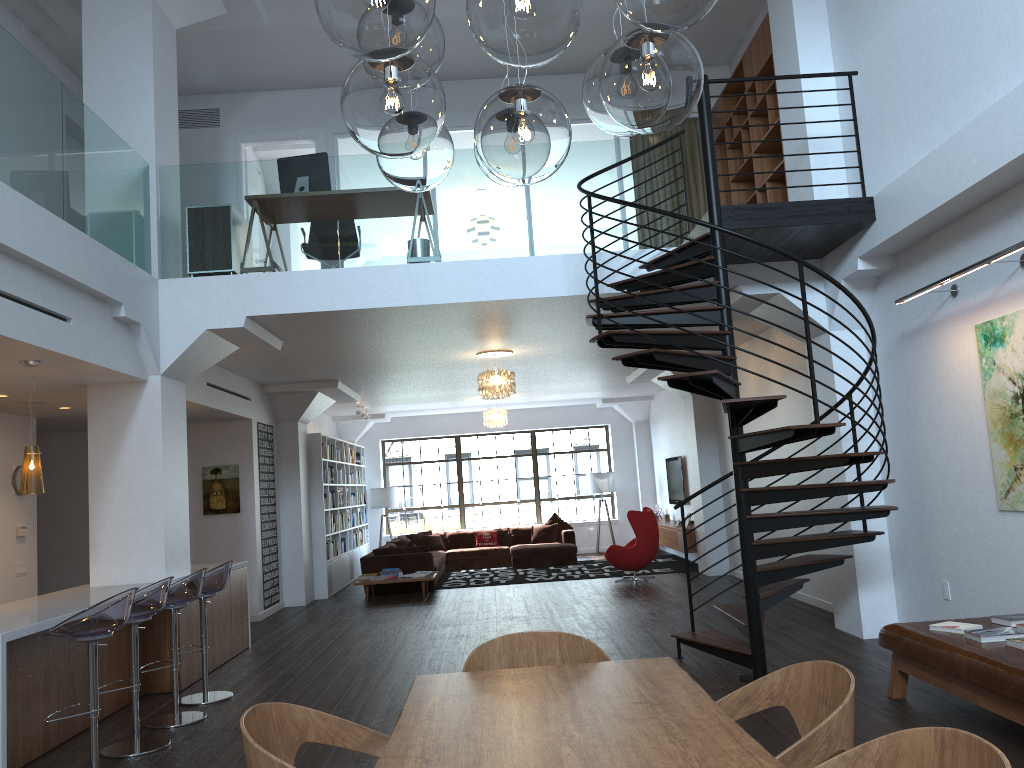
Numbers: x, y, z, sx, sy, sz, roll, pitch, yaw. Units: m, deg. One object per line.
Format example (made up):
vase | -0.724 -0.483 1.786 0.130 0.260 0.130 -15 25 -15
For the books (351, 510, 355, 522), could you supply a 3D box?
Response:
books | -2.915 2.416 15.898 0.176 0.293 0.125 -4 -7 -2

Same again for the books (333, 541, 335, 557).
books | -2.843 2.568 13.763 0.171 0.246 0.039 -4 -7 -2

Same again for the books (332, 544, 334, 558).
books | -2.832 2.575 13.652 0.161 0.223 0.030 -4 -7 -2

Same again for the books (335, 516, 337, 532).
books | -2.871 2.215 14.032 0.183 0.253 0.034 -4 -7 -2

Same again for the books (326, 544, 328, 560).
books | -2.822 2.498 13.140 0.174 0.240 0.054 -4 -7 -2

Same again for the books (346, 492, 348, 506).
books | -2.918 1.982 15.223 0.174 0.251 0.051 -4 -7 -2

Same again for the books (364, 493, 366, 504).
books | -2.962 2.252 17.361 0.182 0.215 0.188 -4 -7 -2

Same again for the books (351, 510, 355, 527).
books | -2.918 2.410 15.835 0.197 0.290 0.136 -4 -7 -2

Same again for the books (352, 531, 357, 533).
books | -2.892 2.811 16.022 0.176 0.290 0.036 -4 -7 -2

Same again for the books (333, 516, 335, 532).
books | -2.870 2.206 13.917 0.171 0.246 0.057 -4 -7 -2

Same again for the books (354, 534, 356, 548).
books | -2.882 2.802 15.792 0.183 0.253 0.034 -4 -7 -2

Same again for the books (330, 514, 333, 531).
books | -2.874 2.169 13.793 0.176 0.290 0.053 -4 -7 -2

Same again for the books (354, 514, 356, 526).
books | -2.910 2.450 15.982 0.174 0.242 0.105 -4 -7 -2

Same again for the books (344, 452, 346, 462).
books | -2.976 1.250 15.316 0.174 0.236 0.136 -4 -7 -2

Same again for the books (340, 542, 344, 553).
books | -2.850 2.705 14.649 0.128 0.178 0.021 -4 -7 -2

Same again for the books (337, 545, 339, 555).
books | -2.840 2.624 14.071 0.161 0.207 0.135 -4 -7 -2

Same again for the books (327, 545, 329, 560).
books | -2.819 2.514 13.214 0.161 0.223 0.032 -4 -7 -2

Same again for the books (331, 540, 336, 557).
books | -2.850 2.571 13.842 0.180 0.259 0.042 -4 -7 -2

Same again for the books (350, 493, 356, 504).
books | -2.931 2.108 16.212 0.140 0.231 0.042 -4 -7 -2

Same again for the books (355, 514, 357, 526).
books | -2.908 2.476 16.108 0.161 0.222 0.084 -4 -7 -2

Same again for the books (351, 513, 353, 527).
books | -2.900 2.410 15.644 0.174 0.243 0.085 -4 -7 -2

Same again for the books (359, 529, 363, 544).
books | -2.890 2.884 16.691 0.140 0.298 0.044 -4 -7 -2

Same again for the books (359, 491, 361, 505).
books | -2.958 2.167 16.802 0.183 0.253 0.042 -4 -7 -2

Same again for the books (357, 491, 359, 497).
books | -2.957 2.140 16.565 0.183 0.253 0.042 -4 -7 -2

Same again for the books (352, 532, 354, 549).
books | -2.889 2.770 15.641 0.198 0.284 0.066 -4 -7 -2

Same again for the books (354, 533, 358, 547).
books | -2.881 2.825 15.986 0.183 0.253 0.034 -4 -7 -2

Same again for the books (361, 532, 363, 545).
books | -2.905 2.904 16.637 0.189 0.247 0.057 -4 -7 -2

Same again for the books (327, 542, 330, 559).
books | -2.836 2.515 13.334 0.180 0.251 0.048 -4 -7 -2

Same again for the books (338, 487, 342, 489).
books | -2.913 1.709 14.497 0.223 0.027 0.161 -5 -7 8

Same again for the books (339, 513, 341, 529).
books | -2.880 2.244 14.432 0.176 0.290 0.053 -4 -7 -2

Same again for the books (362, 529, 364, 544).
books | -2.916 2.915 16.908 0.176 0.290 0.053 -4 -7 -2

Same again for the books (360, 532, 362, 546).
books | -2.899 2.887 16.519 0.183 0.253 0.037 -4 -7 -2

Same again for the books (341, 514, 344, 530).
books | -2.877 2.290 14.666 0.183 0.253 0.034 -4 -7 -2

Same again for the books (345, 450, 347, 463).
books | -2.973 1.274 15.481 0.161 0.223 0.032 -4 -7 -2

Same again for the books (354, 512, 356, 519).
books | -2.915 2.453 16.035 0.170 0.251 0.118 -4 -7 -2

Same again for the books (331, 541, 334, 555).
books | -2.845 2.555 13.691 0.183 0.253 0.042 -4 -7 -2

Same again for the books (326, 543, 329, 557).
books | -2.836 2.505 13.252 0.183 0.253 0.042 -4 -7 -2

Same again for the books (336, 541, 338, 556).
books | -2.848 2.603 14.016 0.174 0.236 0.142 -4 -7 -2

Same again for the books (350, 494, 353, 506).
books | -2.924 2.078 15.844 0.140 0.206 0.042 -4 -7 -2

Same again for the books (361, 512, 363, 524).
books | -2.935 2.567 16.904 0.168 0.228 0.139 -4 -7 -2

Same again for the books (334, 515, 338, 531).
books | -2.873 2.231 14.167 0.183 0.253 0.034 -4 -7 -2

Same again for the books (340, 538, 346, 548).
books | -2.865 2.709 14.905 0.140 0.231 0.042 -4 -7 -2

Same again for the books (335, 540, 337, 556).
books | -2.846 2.584 13.928 0.183 0.253 0.042 -4 -7 -2

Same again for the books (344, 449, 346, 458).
books | -2.982 1.258 15.451 0.160 0.251 0.031 -4 -7 -2

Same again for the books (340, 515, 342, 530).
books | -2.879 2.267 14.473 0.183 0.253 0.034 -4 -7 -2

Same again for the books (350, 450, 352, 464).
books | -2.990 1.330 16.054 0.171 0.246 0.057 -4 -7 -2

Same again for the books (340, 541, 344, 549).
books | -2.853 2.702 14.678 0.139 0.191 0.036 -4 -7 -2

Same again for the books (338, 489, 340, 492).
books | -2.919 1.749 14.515 0.174 0.045 0.240 -4 -7 -2

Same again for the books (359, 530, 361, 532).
books | -2.918 2.880 16.578 0.198 0.284 0.066 -4 -7 -2

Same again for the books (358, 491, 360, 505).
books | -2.962 2.155 16.716 0.180 0.259 0.042 -4 -7 -2

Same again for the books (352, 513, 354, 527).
books | -2.898 2.416 15.730 0.182 0.253 0.098 -4 -7 -2

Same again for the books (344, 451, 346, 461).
books | -2.968 1.270 15.369 0.161 0.207 0.130 -4 -7 -2

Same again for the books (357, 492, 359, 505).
books | -2.944 2.133 16.452 0.174 0.240 0.054 -4 -7 -2

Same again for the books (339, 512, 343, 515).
books | -2.889 2.276 14.703 0.176 0.290 0.036 -4 -7 -2

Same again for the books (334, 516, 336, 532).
books | -2.874 2.212 13.999 0.183 0.253 0.034 -4 -7 -2

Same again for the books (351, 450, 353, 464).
books | -2.995 1.336 16.136 0.183 0.253 0.034 -4 -7 -2

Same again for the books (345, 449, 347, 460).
books | -2.980 1.265 15.517 0.160 0.251 0.039 -4 -7 -2

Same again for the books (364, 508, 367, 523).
books | -2.940 2.591 17.387 0.176 0.290 0.053 -4 -7 -2

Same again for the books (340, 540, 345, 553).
books | -2.852 2.704 14.738 0.146 0.202 0.027 -4 -7 -2

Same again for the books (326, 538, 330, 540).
books | -2.834 2.311 13.190 0.223 0.027 0.161 -5 -7 8
